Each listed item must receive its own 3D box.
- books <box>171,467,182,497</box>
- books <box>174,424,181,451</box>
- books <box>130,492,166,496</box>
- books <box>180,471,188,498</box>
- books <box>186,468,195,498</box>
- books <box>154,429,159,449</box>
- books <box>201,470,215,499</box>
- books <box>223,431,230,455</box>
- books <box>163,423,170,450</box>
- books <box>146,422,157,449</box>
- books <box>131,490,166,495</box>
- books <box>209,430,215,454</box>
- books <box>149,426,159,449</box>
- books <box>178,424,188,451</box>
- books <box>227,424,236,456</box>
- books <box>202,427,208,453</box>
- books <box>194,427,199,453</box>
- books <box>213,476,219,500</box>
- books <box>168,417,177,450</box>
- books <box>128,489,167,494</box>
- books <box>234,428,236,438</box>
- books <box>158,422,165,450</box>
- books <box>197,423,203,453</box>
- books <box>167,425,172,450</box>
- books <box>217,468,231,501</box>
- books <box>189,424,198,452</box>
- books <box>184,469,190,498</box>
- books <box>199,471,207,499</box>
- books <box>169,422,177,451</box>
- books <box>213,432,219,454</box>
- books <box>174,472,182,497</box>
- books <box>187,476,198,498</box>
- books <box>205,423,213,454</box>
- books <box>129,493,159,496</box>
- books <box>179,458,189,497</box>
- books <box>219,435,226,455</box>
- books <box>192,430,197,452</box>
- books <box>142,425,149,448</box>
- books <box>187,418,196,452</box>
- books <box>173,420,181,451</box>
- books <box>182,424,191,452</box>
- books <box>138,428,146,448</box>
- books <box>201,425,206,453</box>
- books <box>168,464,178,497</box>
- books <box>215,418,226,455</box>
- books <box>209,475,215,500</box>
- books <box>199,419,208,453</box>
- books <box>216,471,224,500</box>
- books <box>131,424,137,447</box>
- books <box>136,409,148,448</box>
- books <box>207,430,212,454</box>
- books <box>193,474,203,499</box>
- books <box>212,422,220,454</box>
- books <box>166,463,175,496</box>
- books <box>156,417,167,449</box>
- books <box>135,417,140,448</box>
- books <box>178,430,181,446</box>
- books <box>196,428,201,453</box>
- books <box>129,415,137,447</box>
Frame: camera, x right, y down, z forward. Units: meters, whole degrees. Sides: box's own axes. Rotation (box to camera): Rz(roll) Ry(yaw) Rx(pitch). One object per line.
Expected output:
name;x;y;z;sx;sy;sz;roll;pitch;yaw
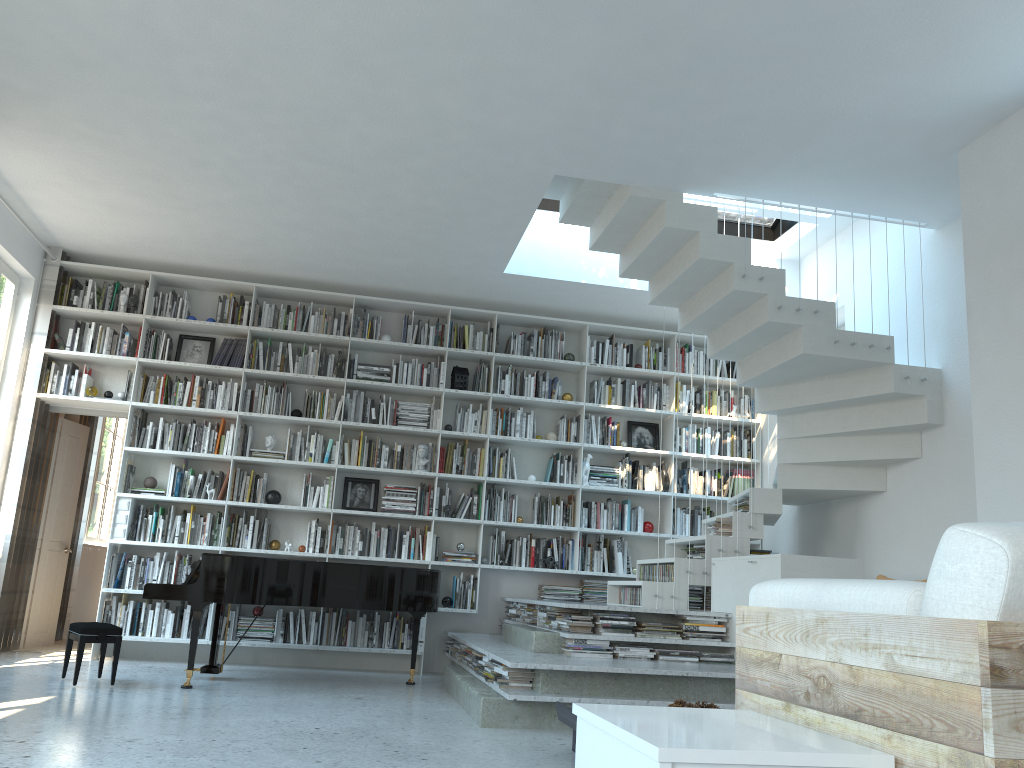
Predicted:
books;-2.762;0.819;7.301;0.031;0.255;0.143;6;-13;-10
books;-2.767;0.464;7.358;0.024;0.236;0.167;6;-13;-10
books;-2.967;0.906;7.246;0.254;0.012;0.161;6;-13;-9
books;-2.695;0.840;7.320;0.030;0.231;0.148;6;-13;-10
books;-2.648;0.830;7.305;0.011;0.250;0.172;6;-13;-10
books;-2.935;0.479;7.359;0.021;0.187;0.129;6;-13;-10
books;-2.517;0.842;7.334;0.060;0.254;0.159;6;-13;-10
books;-2.388;0.513;7.437;0.031;0.223;0.145;6;-13;-10
books;-2.864;0.458;7.370;0.049;0.242;0.139;6;-13;-10
books;-2.976;0.444;7.323;0.022;0.235;0.177;6;-13;-10
books;-2.965;0.893;7.244;0.254;0.012;0.161;7;-13;-13
books;-2.505;0.504;7.422;0.021;0.220;0.149;6;-13;-10
books;-2.951;0.460;7.314;0.028;0.203;0.188;6;-13;-10
books;-2.736;0.467;7.372;0.023;0.242;0.185;6;-13;-10
books;-2.358;0.487;7.453;0.027;0.285;0.148;6;-13;-10
books;-2.557;0.491;7.426;0.028;0.242;0.132;6;-13;-10
books;-2.618;0.485;7.388;0.013;0.228;0.177;6;-13;-10
books;-2.446;0.872;7.344;0.027;0.209;0.144;6;-13;-10
books;-2.815;0.434;7.362;0.011;0.292;0.184;6;-13;-10
books;-2.964;0.880;7.244;0.285;0.012;0.160;5;-13;-6
books;-2.328;0.504;7.456;0.036;0.257;0.123;6;-13;-10
books;-2.889;0.448;7.342;0.011;0.245;0.176;6;-13;-10
books;-2.593;0.468;7.403;0.012;0.271;0.145;6;-13;-10
books;-2.830;0.464;7.355;0.014;0.229;0.148;6;-13;-10
books;-2.364;0.840;7.329;0.082;0.275;0.229;6;-13;-10
books;-2.657;0.470;7.397;0.021;0.256;0.156;6;-13;-10
books;-2.667;0.833;7.320;0.022;0.248;0.129;6;-13;-10
books;-2.556;0.848;7.341;0.013;0.241;0.141;6;-13;-10
books;-2.800;0.456;7.352;0.021;0.247;0.189;6;-13;-10
books;-2.473;0.514;7.416;0.013;0.203;0.162;6;-13;-10
books;-2.728;0.839;7.273;0.029;0.207;0.190;6;-13;-10
books;-2.627;0.858;7.290;0.029;0.189;0.189;6;-13;-10
books;-2.529;0.471;7.406;0.015;0.274;0.157;6;-13;-10
books;-2.966;0.916;7.239;0.285;0.012;0.160;5;-13;-7
books;-2.711;0.786;7.322;0.011;0.335;0.153;6;-13;-10
books;-2.419;0.530;7.427;0.030;0.183;0.152;6;-13;-10
books;-2.638;0.498;7.396;0.021;0.204;0.130;6;-13;-10
books;-3.011;0.457;7.330;0.042;0.208;0.143;6;-13;-10
books;-2.670;0.446;7.389;0.013;0.299;0.152;6;-13;-10
books;-2.786;0.450;7.374;0.011;0.270;0.158;6;-13;-10
books;-2.704;0.467;7.396;0.048;0.256;0.142;6;-13;-10
books;-3.032;0.464;7.306;0.037;0.181;0.189;6;-13;-10
books;-2.574;0.482;7.415;0.011;0.251;0.139;6;-13;-10
books;-2.787;0.806;7.291;0.024;0.272;0.150;6;-13;-10
books;-2.446;0.457;7.434;0.035;0.325;0.170;6;-13;-10
books;-2.473;0.868;7.330;0.030;0.207;0.172;6;-13;-10
books;-2.584;0.457;7.423;0.011;0.303;0.130;6;-13;-10
books;-2.422;0.855;7.356;0.021;0.250;0.154;6;-13;-10
books;-3.100;0.447;7.310;0.026;0.208;0.155;6;-13;-10
books;-3.051;0.386;7.312;0.012;0.333;0.185;6;-13;-10
books;-2.521;0.503;7.415;0.012;0.217;0.160;6;-13;-10
books;-2.591;0.858;7.332;0.056;0.213;0.143;6;-13;-10
books;-2.487;0.472;7.437;0.015;0.292;0.144;6;-13;-10
books;-2.804;0.799;7.290;0.012;0.284;0.160;6;-13;-10
books;-2.907;0.431;7.351;0.023;0.280;0.174;6;-13;-10
books;-3.072;0.418;7.304;0.027;0.265;0.176;6;-13;-10
books;-2.756;0.488;7.383;0.010;0.203;0.139;6;-13;-10
books;-2.607;0.489;7.401;0.013;0.227;0.152;6;-13;-10
books;-3.118;0.410;7.324;0.012;0.284;0.160;6;-13;-10
